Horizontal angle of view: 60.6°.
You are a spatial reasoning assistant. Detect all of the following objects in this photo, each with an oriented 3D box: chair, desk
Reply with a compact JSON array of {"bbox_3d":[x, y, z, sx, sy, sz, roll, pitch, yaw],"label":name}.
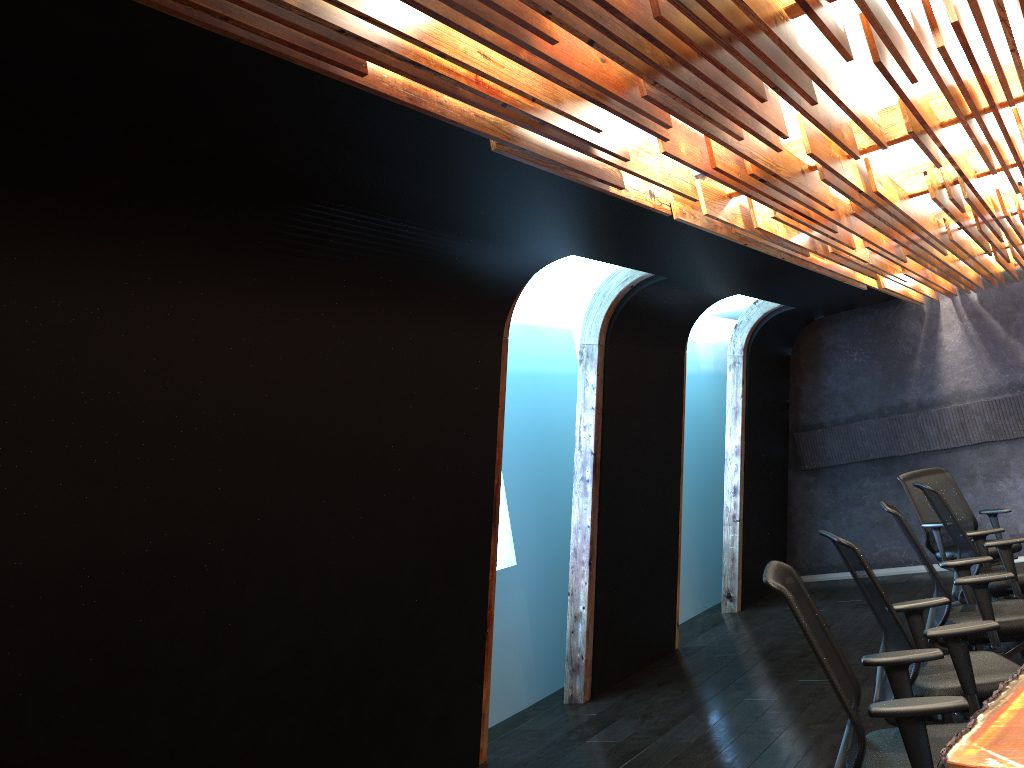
[{"bbox_3d":[1.947,1.226,3.903,0.793,1.270,0.795,-11,-12,8],"label":"chair"},{"bbox_3d":[3.863,1.312,7.356,0.821,1.270,0.768,-5,-13,-22],"label":"chair"},{"bbox_3d":[1.412,1.210,3.007,0.788,1.270,0.800,-13,-13,17],"label":"chair"},{"bbox_3d":[2.633,1.227,4.892,0.788,1.270,0.800,-13,-13,17],"label":"chair"},{"bbox_3d":[3.356,1.236,6.002,0.791,1.270,0.798,-12,-13,13],"label":"chair"},{"bbox_3d":[3.813,1.161,4.274,1.996,0.837,6.635,-15,-9,34],"label":"desk"}]

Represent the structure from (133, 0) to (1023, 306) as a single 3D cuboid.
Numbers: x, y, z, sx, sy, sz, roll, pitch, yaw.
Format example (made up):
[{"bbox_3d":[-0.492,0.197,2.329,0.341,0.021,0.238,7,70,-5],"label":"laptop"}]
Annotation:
[{"bbox_3d":[3.480,-0.091,4.092,4.439,3.066,11.429,-16,-9,33],"label":"structure"}]
